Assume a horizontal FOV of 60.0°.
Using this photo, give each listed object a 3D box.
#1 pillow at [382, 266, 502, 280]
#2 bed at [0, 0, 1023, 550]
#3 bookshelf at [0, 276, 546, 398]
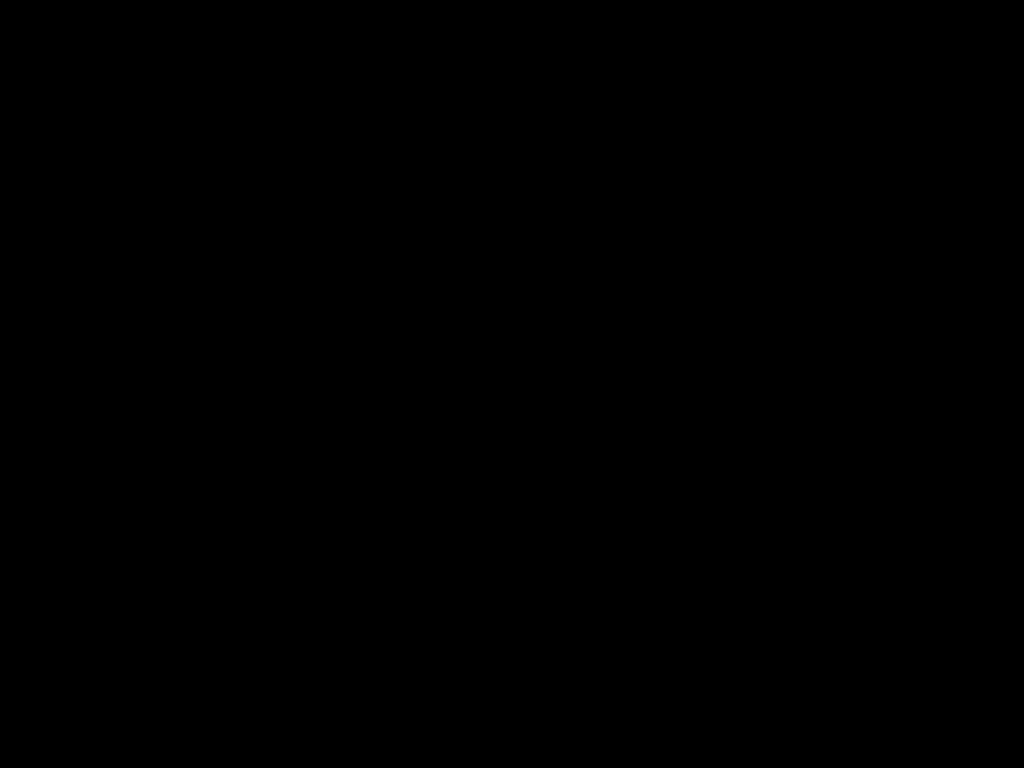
[{"bbox_3d":[-0.338,-0.381,2.444,0.498,0.241,0.470,-3,7,-44],"label":"pillow"},{"bbox_3d":[-0.402,-0.330,0.835,2.087,0.994,3.009,0,5,-9],"label":"bed"},{"bbox_3d":[-0.697,-0.142,2.660,1.495,0.303,0.643,0,5,-9],"label":"bookshelf"}]
